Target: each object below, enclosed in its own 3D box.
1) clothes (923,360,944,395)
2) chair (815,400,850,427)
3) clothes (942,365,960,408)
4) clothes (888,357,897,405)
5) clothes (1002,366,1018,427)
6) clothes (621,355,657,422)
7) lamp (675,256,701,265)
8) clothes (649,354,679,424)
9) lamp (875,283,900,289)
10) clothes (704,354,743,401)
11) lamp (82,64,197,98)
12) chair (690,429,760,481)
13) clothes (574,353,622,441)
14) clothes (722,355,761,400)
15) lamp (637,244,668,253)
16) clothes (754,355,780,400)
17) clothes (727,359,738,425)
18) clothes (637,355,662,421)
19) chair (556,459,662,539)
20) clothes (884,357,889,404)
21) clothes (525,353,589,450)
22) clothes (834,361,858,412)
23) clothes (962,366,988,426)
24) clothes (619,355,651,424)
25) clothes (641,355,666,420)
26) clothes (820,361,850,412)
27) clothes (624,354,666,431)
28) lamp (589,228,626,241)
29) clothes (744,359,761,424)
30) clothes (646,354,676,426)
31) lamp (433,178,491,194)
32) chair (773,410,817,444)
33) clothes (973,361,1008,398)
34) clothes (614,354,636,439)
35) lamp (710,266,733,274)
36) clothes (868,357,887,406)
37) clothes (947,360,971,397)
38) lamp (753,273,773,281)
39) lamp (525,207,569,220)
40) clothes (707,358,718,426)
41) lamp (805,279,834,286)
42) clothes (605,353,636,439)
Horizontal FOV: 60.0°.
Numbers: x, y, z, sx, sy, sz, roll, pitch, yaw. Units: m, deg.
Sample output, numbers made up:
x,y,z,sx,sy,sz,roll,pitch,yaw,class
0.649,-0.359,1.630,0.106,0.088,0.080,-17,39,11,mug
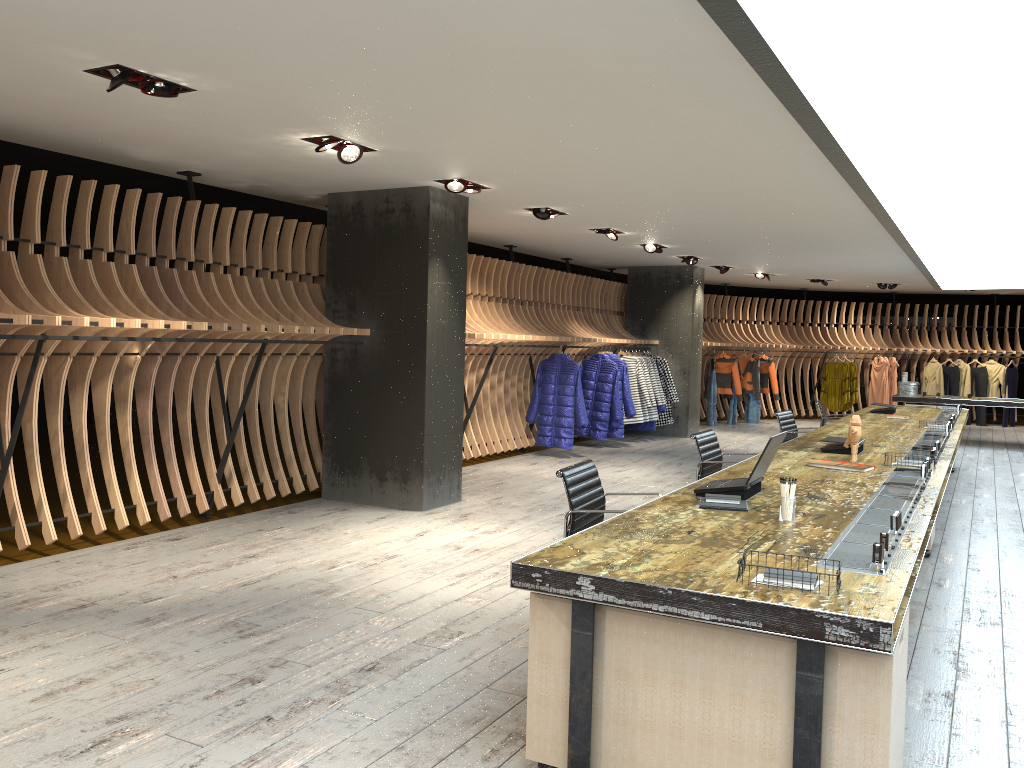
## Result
x,y,z,sx,sy,sz,roll,pitch,yaw,class
8.727,-0.063,18.409,0.250,0.889,0.705,1,2,-11,clothes
3.928,0.644,10.576,0.667,0.859,0.693,2,2,14,chair
9.030,0.273,18.386,0.087,1.352,0.539,1,2,-27,clothes
7.873,0.012,18.417,0.125,1.155,0.447,1,2,-7,clothes
10.201,0.311,18.153,0.539,1.352,0.087,0,2,-37,clothes
1.859,0.087,13.520,0.752,1.061,0.128,3,2,27,clothes
2.608,-1.893,13.029,0.269,0.292,0.493,3,3,28,lamp
2.334,0.113,14.393,0.799,1.185,0.192,3,2,29,clothes
7.230,-1.961,17.057,0.492,0.297,0.269,1,2,-12,lamp
4.010,-0.133,16.899,0.840,0.880,0.201,4,3,43,clothes
-1.921,-1.614,4.600,0.269,0.288,0.493,3,3,28,lamp
1.610,0.786,6.309,0.668,0.859,0.693,2,2,19,chair
1.150,0.183,12.704,0.880,1.260,0.242,2,2,25,clothes
4.489,-0.132,17.199,0.201,0.880,0.840,0,3,-42,clothes
1.853,-1.850,11.624,0.269,0.285,0.493,3,3,28,lamp
4.946,-0.139,17.550,0.201,0.880,0.840,0,2,-32,clothes
4.239,0.219,17.054,0.200,1.421,0.309,2,2,20,clothes
1.984,0.079,13.751,0.752,1.061,0.128,3,2,27,clothes
0.563,0.848,4.412,0.667,0.859,0.693,2,2,14,chair
7.709,0.008,18.410,0.125,1.155,0.447,1,2,-2,clothes
0.560,0.221,11.440,0.885,1.238,0.245,2,2,25,clothes
6.821,0.055,18.260,0.168,1.044,0.665,0,2,-31,clothes
9.541,0.290,18.306,0.087,1.352,0.539,0,2,-37,clothes
1.748,0.094,13.312,0.752,1.061,0.128,3,2,27,clothes
2.068,0.074,13.908,0.752,1.061,0.128,3,2,27,clothes
6.645,0.053,18.210,0.168,1.044,0.665,0,2,-31,clothes
2.050,0.131,14.153,0.885,1.238,0.245,2,2,25,clothes
1.098,-1.799,10.219,0.269,0.294,0.493,3,3,28,lamp
4.719,0.214,17.407,0.309,1.421,0.200,2,2,0,clothes
2.253,0.119,14.223,0.807,1.186,0.192,3,2,29,clothes
-0.411,-1.704,7.410,0.269,0.295,0.493,3,3,28,lamp
2.890,0.709,8.624,0.668,0.859,0.693,2,2,24,chair
9.839,-0.027,18.233,0.250,0.889,0.705,0,3,-41,clothes
1.371,0.171,12.948,0.885,1.238,0.245,2,2,25,clothes
3.414,-1.938,14.403,0.269,0.292,0.493,3,3,35,lamp
7.592,0.005,18.397,0.125,1.155,0.447,1,2,-27,clothes
9.254,-0.047,18.363,0.250,0.889,0.705,1,2,-21,clothes
4.430,-1.967,15.620,0.493,0.296,0.269,-1,3,-42,lamp
0.344,-1.753,8.815,0.269,0.292,0.493,3,3,28,lamp
3.783,0.225,16.674,0.200,1.421,0.309,2,2,5,clothes
5.733,-1.977,16.525,0.492,0.293,0.269,0,3,-29,lamp
1.356,0.178,12.754,0.884,1.245,0.249,2,2,25,clothes
